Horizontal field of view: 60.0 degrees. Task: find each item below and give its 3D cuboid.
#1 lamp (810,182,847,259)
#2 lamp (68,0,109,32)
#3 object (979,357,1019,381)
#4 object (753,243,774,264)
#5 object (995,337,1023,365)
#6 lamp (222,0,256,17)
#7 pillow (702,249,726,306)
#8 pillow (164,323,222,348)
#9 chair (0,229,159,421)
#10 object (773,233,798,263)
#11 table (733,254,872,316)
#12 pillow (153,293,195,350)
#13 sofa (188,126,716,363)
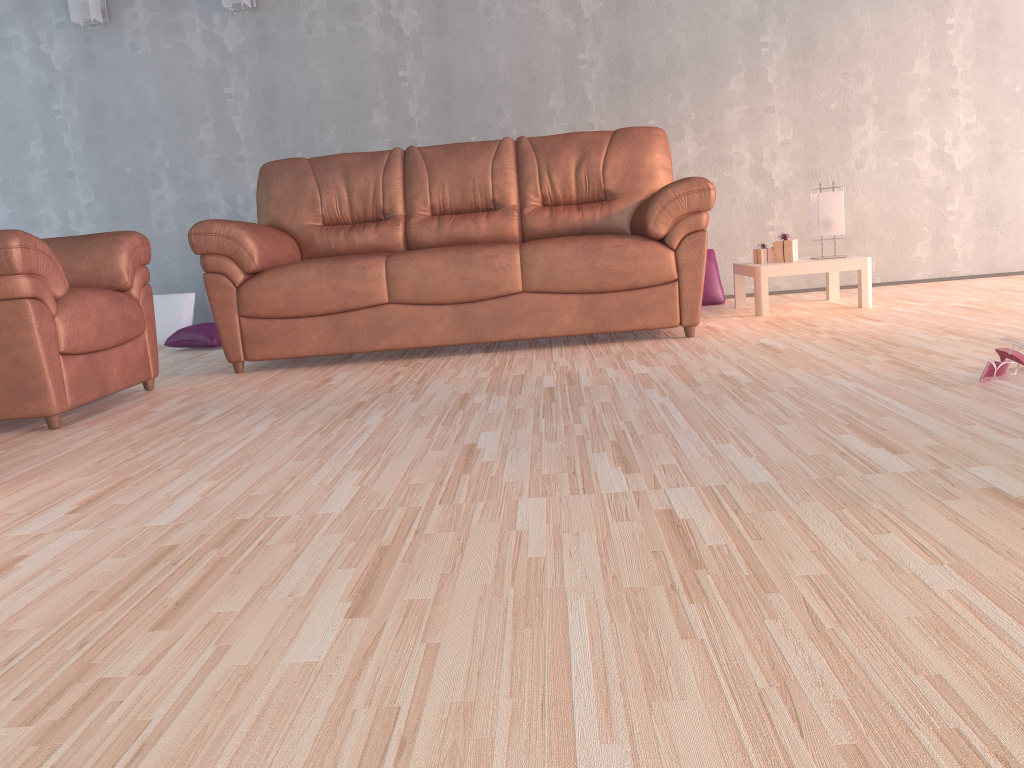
[{"bbox_3d":[1.566,-0.810,4.402,0.140,0.376,0.140,-4,9,3],"label":"lamp"},{"bbox_3d":[-2.464,-2.201,5.127,0.165,0.319,0.168,-4,9,3],"label":"lamp"},{"bbox_3d":[1.278,-0.044,2.330,0.078,0.066,0.192,3,12,38],"label":"object"},{"bbox_3d":[1.293,-0.662,4.477,0.152,0.105,0.080,-10,11,-28],"label":"object"},{"bbox_3d":[1.426,-0.083,2.430,0.188,0.085,0.069,3,13,41],"label":"object"},{"bbox_3d":[-1.584,-2.270,5.087,0.165,0.319,0.177,-4,9,3],"label":"lamp"},{"bbox_3d":[1.032,-0.603,5.087,0.327,0.326,0.241,-5,9,-3],"label":"pillow"},{"bbox_3d":[-1.755,-0.286,5.115,0.392,0.130,0.365,-1,10,23],"label":"pillow"},{"bbox_3d":[-1.883,-0.358,3.089,0.936,0.879,0.970,-5,9,2],"label":"chair"},{"bbox_3d":[1.356,-0.678,4.399,0.099,0.147,0.102,1,11,31],"label":"object"},{"bbox_3d":[1.454,-0.506,4.497,0.548,0.241,0.548,-4,9,3],"label":"table"},{"bbox_3d":[-2.053,-0.368,5.266,0.327,0.326,0.241,-4,9,7],"label":"pillow"},{"bbox_3d":[-0.239,-0.689,4.098,2.202,0.923,0.981,-4,9,3],"label":"sofa"}]
